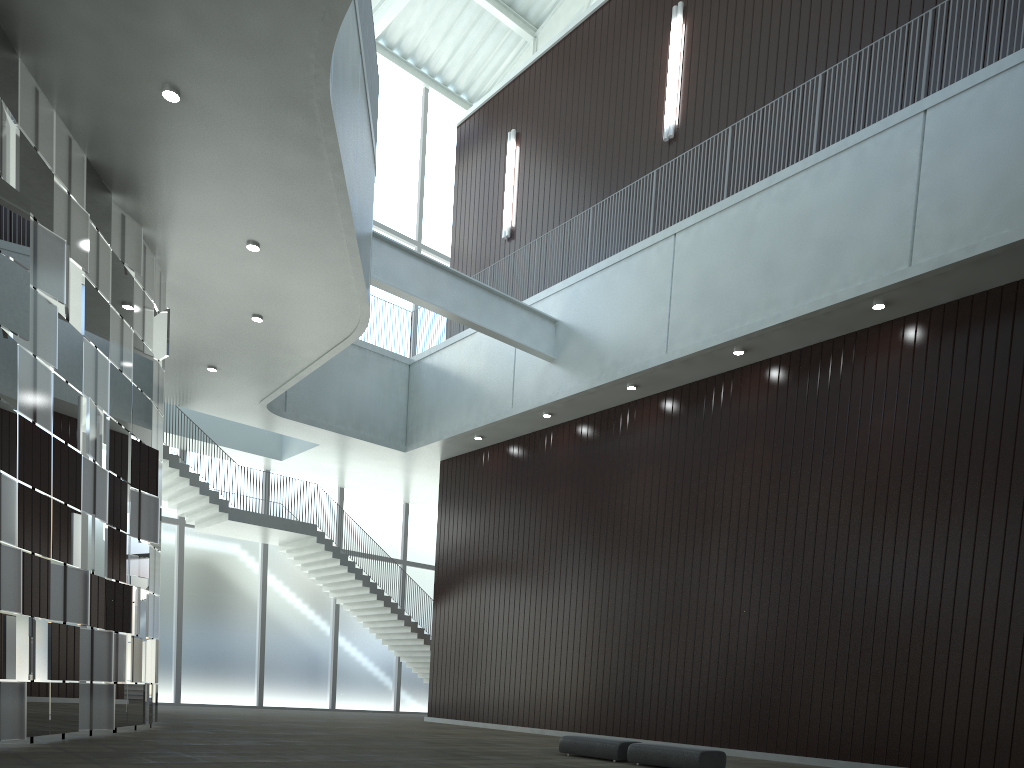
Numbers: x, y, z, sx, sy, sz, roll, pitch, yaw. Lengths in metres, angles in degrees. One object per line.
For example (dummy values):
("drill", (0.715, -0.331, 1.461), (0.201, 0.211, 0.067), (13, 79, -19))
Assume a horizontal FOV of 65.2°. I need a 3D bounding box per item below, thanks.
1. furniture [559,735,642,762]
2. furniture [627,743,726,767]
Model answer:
("furniture", (4.394, 17.867, 39.231), (2.208, 1.044, 4.103), (16, -23, -37))
("furniture", (7.323, 16.718, 35.813), (2.208, 1.044, 4.103), (16, -23, -37))
